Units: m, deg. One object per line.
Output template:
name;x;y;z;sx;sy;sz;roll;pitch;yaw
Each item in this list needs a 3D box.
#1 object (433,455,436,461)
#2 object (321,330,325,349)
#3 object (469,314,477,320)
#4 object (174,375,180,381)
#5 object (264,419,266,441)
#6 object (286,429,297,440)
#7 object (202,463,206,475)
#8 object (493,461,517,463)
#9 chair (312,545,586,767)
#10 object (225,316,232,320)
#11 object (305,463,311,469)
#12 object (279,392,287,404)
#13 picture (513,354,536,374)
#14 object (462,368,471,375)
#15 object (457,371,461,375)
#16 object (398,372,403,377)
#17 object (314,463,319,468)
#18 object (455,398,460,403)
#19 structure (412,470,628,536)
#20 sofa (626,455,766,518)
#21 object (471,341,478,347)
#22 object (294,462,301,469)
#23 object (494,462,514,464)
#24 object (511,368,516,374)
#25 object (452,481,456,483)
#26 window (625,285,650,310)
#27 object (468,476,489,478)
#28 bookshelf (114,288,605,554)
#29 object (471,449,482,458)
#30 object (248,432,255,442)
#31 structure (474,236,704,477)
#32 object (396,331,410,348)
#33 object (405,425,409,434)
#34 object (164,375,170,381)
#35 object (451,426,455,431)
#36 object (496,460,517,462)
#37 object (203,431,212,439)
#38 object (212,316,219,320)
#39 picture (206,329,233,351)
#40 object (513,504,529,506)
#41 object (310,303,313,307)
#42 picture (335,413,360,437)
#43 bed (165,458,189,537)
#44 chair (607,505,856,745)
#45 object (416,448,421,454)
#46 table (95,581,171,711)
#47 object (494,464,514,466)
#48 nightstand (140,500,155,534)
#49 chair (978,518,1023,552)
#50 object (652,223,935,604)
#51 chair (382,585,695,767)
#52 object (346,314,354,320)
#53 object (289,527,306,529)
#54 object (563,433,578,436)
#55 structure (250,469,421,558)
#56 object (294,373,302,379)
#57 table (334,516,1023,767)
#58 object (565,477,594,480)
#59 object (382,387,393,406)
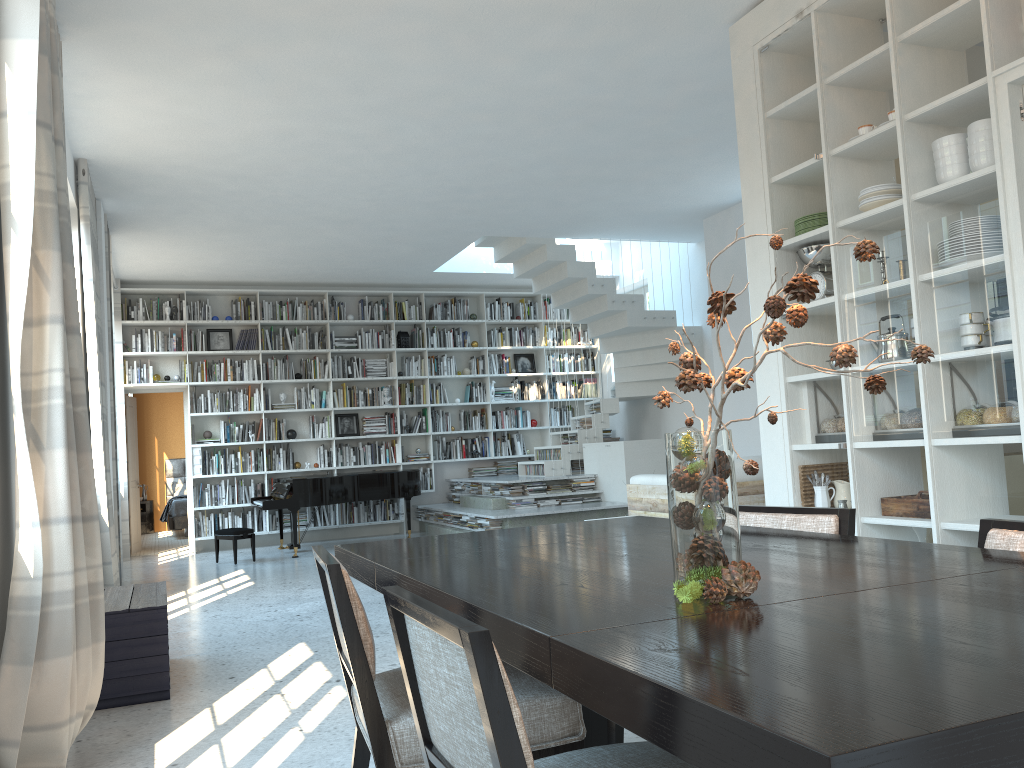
object;-1.032;0.971;11.667;0.071;0.072;0.071;-5;-4;27
object;-2.372;-0.551;11.138;0.075;0.254;0.075;0;-5;-43
object;-0.522;-0.897;11.952;0.104;0.105;0.104;-5;-4;27
object;-3.994;-0.072;10.566;0.071;0.072;0.071;0;-5;-44
object;-3.056;0.574;10.940;0.012;0.270;0.130;-2;-4;-22
object;-2.741;0.629;11.021;0.133;0.135;0.134;-5;-4;27
object;-3.647;1.009;10.500;0.045;0.146;0.045;-5;-4;17
object;-0.097;1.061;12.064;0.285;0.005;0.159;-2;-5;-22
chair;-0.155;0.775;2.121;0.570;0.782;0.480;-2;-4;-17
object;-3.462;-0.789;10.842;0.082;0.083;0.082;0;-5;-44
object;-2.534;1.004;11.011;0.060;0.095;0.078;-3;-4;-5
object;-2.853;0.172;11.037;0.095;0.157;0.121;-3;-4;-8
picture;0.181;-0.274;12.337;0.300;0.299;0.077;-2;-4;-22
object;-0.615;-0.159;11.947;0.111;0.113;0.111;0;-5;-44
object;-0.711;-0.137;11.881;0.068;0.068;0.068;0;-5;-44
object;-1.449;-0.126;11.510;0.071;0.072;0.071;-5;-4;27
object;-2.444;1.018;11.071;0.061;0.062;0.061;-5;-4;27
object;-0.725;0.227;11.820;0.071;0.072;0.071;-5;-4;27
structure;0.483;1.436;10.719;2.899;0.659;3.115;-2;-4;-22
sofa;1.968;0.906;6.257;2.194;0.853;0.872;-2;-4;-22
object;-0.502;-0.530;11.935;0.100;0.101;0.100;0;-5;-44
object;-2.669;1.013;11.028;0.091;0.092;0.091;0;-5;-44
object;-0.096;1.072;12.063;0.254;0.005;0.161;-2;-5;-22
object;0.007;-0.171;12.165;0.091;0.092;0.091;-5;-4;27
object;-0.693;1.292;11.735;0.131;0.024;0.290;-2;-4;-20
window;1.791;-0.693;11.808;0.042;1.225;1.118;-2;-4;-22
object;-0.394;1.244;11.916;0.345;0.007;0.193;-1;-5;-27
bookshelf;-1.697;0.384;11.411;6.296;3.140;0.330;-2;-4;-22
object;-0.471;0.923;11.735;0.160;0.114;0.065;-1;-5;-34
object;-3.145;0.629;10.711;0.081;0.140;0.044;-1;-5;-38
structure;0.648;-0.290;10.519;2.613;3.379;1.956;-2;-4;-22
object;-1.421;-0.573;11.589;0.135;0.248;0.135;-1;-4;-32
object;-1.347;0.585;11.425;0.054;0.113;0.079;-2;-4;-23
object;-4.100;-0.067;10.545;0.071;0.072;0.071;0;-5;-44
object;-0.796;0.600;11.798;0.071;0.072;0.071;-5;-4;27
object;-0.093;1.049;12.053;0.285;0.005;0.159;-2;-4;-17
object;-3.657;0.613;10.658;0.105;0.106;0.105;0;-5;-44
object;-3.608;-0.785;10.783;0.082;0.083;0.082;0;-5;-44
picture;-3.579;-0.528;10.862;0.300;0.299;0.077;-2;-4;-22
object;0.105;1.328;9.768;0.204;0.004;0.140;-2;-4;-19
object;-2.543;-0.897;11.254;0.010;0.246;0.157;-2;-4;-22
picture;-2.109;0.529;11.357;0.300;0.299;0.077;-2;-4;-22
bed;-4.464;1.702;13.889;1.770;1.179;2.176;-2;-4;-22
chair;0.597;0.751;2.422;0.570;0.782;0.480;-1;-4;-32
object;-1.218;0.870;11.517;0.071;0.072;0.071;-5;-4;27
table;-1.903;1.218;4.186;0.523;0.415;0.926;-2;-4;-22
object;-0.097;1.099;12.060;0.254;0.005;0.161;-2;-5;-22
nightstand;-6.065;2.141;14.157;0.650;0.518;0.431;-2;-4;-19
chair;0.874;0.677;1.643;0.570;0.782;0.480;-2;-4;-17
object;0.413;0.048;1.458;0.542;0.600;0.317;-7;-5;39
chair;0.152;0.700;1.357;0.570;0.782;0.480;-2;-4;-22
object;-2.079;-0.844;11.385;0.105;0.106;0.105;0;-5;-44
object;-2.688;1.779;10.964;0.254;0.007;0.161;-2;-4;-19
object;0.755;0.645;11.349;0.161;0.025;0.174;-2;-4;-18
structure;-1.913;1.442;10.094;1.918;0.832;1.336;-2;-4;-22
object;-2.675;-0.090;11.088;0.097;0.098;0.097;-5;-4;27
table;0.379;0.752;1.916;1.086;0.735;2.201;-2;-4;-22
object;0.777;1.072;10.172;0.284;0.030;0.177;-2;-4;-22
object;-1.609;0.164;11.383;0.138;0.243;0.137;-6;-4;34
